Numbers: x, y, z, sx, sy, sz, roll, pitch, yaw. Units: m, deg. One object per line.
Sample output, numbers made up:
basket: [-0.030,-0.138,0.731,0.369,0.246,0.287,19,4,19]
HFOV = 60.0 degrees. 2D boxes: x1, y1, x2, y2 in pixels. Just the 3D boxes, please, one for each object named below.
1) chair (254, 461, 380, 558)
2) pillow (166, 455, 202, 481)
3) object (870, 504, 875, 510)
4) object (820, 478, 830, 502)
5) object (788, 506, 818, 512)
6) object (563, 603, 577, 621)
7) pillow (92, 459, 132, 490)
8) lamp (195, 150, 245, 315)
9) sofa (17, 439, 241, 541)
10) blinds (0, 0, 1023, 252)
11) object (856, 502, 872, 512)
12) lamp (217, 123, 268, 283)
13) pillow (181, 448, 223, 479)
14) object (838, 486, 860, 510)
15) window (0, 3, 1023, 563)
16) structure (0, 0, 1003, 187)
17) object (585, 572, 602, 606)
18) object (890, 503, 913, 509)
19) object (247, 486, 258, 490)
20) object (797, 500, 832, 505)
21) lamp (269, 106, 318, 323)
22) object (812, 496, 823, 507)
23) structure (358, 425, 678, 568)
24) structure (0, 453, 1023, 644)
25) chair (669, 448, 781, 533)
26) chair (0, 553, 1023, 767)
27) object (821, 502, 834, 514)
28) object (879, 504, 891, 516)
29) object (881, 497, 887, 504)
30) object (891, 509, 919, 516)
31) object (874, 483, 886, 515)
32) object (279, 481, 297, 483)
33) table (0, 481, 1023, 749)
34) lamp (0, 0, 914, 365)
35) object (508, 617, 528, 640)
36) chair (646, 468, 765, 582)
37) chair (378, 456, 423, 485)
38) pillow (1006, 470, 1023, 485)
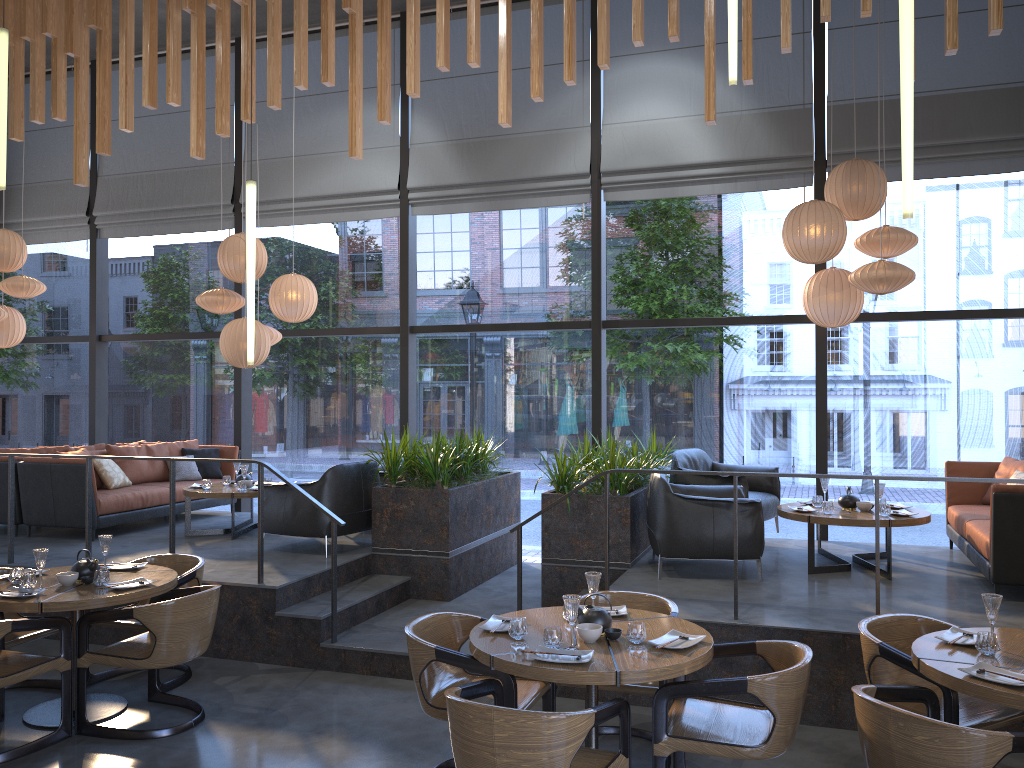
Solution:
chair: [-1.609,1.031,7.648,0.833,0.743,1.030,0,-1,26]
pillow: [-3.505,0.900,9.452,0.203,0.263,0.332,-1,-1,39]
object: [2.725,0.938,6.770,0.080,0.042,0.080,0,-1,-19]
object: [2.469,0.848,6.997,0.082,0.227,0.082,0,-1,1]
object: [2.202,0.946,6.674,0.170,0.025,0.294,0,-1,-1]
object: [0.287,1.098,4.276,0.086,0.086,0.086,0,-1,1]
pillow: [-3.927,0.863,8.652,0.289,0.311,0.393,0,-1,-1]
lamp: [-2.843,-1.816,8.672,0.467,2.271,0.467,0,-1,-18]
sofa: [-3.780,1.017,9.011,0.864,0.811,2.226,0,-1,19]
blinds: [-5.339,-2.806,7.233,17.610,2.314,8.760,0,-1,-28]
object: [2.655,0.925,6.685,0.116,0.065,0.116,1,-1,-41]
lamp: [-2.613,-2.165,8.611,0.465,2.374,0.465,-1,-1,42]
pillow: [-3.404,0.871,9.717,0.418,0.345,0.242,0,-1,-31]
object: [2.591,0.870,6.820,0.163,0.179,0.168,0,-1,-15]
window: [-3.190,-1.062,3.417,12.739,5.897,12.900,0,-1,19]
structure: [-3.077,-1.089,1.807,10.399,5.894,10.127,0,-1,19]
object: [0.393,1.027,4.279,0.082,0.227,0.082,-1,-1,40]
object: [2.977,0.948,6.862,0.170,0.025,0.294,0,-1,-1]
object: [-2.352,0.971,8.237,0.170,0.025,0.294,0,-1,-1]
object: [2.411,0.952,7.116,0.294,0.025,0.170,0,-1,-35]
lamp: [-2.143,-2.206,5.448,0.468,3.124,6.999,0,-1,0]
object: [2.388,0.918,6.928,0.086,0.086,0.086,0,-1,-34]
structure: [-5.520,1.106,4.981,15.715,1.608,4.306,0,-1,-33]
structure: [-3.454,-0.313,2.036,11.718,4.117,9.054,0,-1,19]
chair: [1.839,0.952,7.768,0.833,0.743,1.030,-1,-1,33]
chair: [-2.069,1.510,3.698,9.749,0.759,4.352,0,-1,20]
object: [2.326,0.913,6.533,0.086,0.086,0.086,0,-1,23]
object: [2.693,0.911,6.408,0.086,0.086,0.086,0,-1,23]
object: [2.827,0.916,6.798,0.086,0.086,0.086,0,-1,23]
object: [2.837,0.942,6.456,0.170,0.025,0.294,0,-1,-1]
object: [2.693,0.841,6.494,0.082,0.227,0.082,0,-1,-28]
object: [-2.213,0.977,8.643,0.170,0.025,0.294,0,-1,-1]
table: [-2.216,1.429,5.393,10.659,0.968,6.876,0,-1,19]
lamp: [-2.717,-5.243,1.263,8.975,10.231,8.774,0,-1,17]
object: [0.027,1.094,3.963,0.086,0.086,0.086,-1,-1,44]
chair: [1.422,1.014,6.614,0.833,0.743,1.030,0,-1,4]
chair: [-1.228,1.045,8.769,0.833,0.743,1.030,0,-1,4]
pillow: [3.883,0.830,6.789,0.289,0.311,0.393,0,-1,-1]
